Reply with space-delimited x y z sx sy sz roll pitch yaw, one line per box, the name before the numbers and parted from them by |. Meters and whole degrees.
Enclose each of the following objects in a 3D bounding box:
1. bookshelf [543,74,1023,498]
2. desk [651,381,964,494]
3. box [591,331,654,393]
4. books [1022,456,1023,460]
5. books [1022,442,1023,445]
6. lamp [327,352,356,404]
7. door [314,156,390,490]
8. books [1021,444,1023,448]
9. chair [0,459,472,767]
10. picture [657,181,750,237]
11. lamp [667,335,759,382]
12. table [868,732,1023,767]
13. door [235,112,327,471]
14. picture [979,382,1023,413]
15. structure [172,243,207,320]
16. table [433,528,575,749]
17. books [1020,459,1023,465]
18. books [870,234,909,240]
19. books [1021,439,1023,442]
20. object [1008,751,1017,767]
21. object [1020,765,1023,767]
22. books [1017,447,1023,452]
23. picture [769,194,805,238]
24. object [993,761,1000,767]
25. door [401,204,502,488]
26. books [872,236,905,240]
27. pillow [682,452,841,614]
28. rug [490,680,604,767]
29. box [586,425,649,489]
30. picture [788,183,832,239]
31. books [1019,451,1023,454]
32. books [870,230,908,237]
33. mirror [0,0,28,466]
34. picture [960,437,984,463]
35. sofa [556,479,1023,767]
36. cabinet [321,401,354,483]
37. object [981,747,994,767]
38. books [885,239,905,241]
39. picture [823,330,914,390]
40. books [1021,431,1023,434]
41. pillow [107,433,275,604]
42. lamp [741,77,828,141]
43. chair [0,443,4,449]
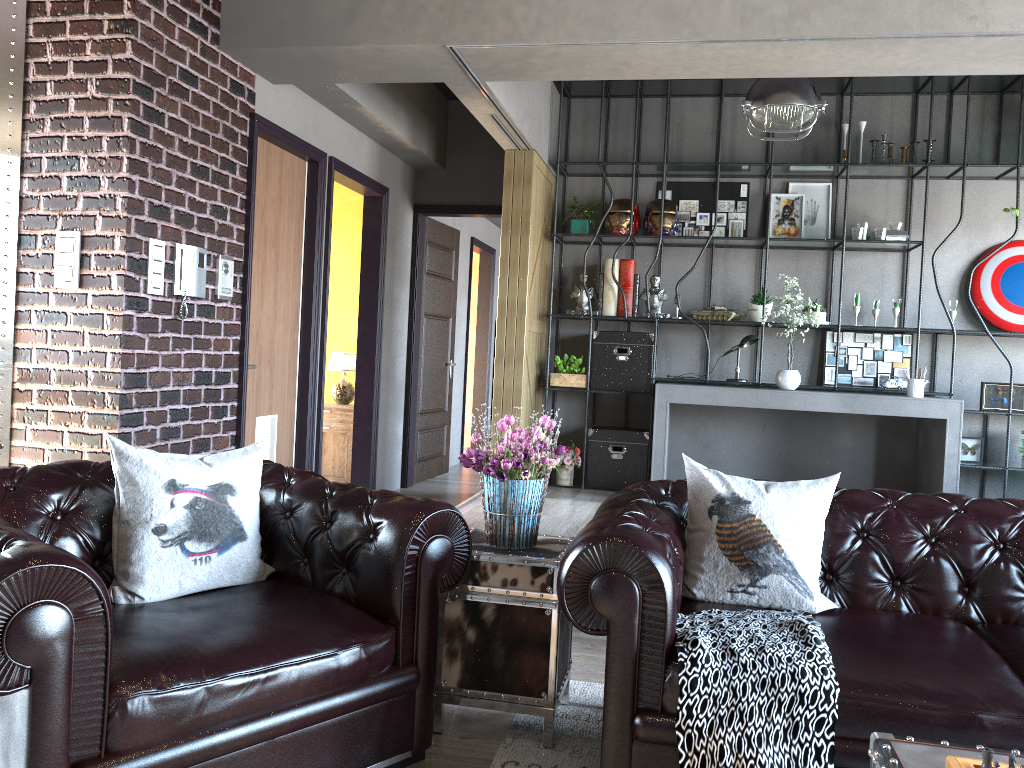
bookshelf | 2.543 -0.687 6.913 4.483 3.282 0.526 3 1 12
desk | 2.176 0.489 6.823 2.130 0.885 0.845 3 2 12
box | 0.917 -0.188 7.241 0.489 0.481 0.374 3 1 12
books | 3.923 0.564 6.575 0.175 0.023 0.249 3 2 7
books | 3.919 0.454 6.588 0.155 0.022 0.205 3 2 7
lamp | -1.449 0.256 7.560 0.291 1.044 0.441 3 1 -15
door | -1.708 -0.333 6.766 1.098 2.543 1.150 3 1 12
books | 3.913 0.475 6.591 0.158 0.021 0.224 3 2 12
chair | -1.049 0.691 2.670 1.245 0.845 1.492 4 2 42
picture | 1.569 -1.423 7.331 0.749 0.503 0.058 3 1 12
lamp | 1.621 -0.218 7.122 0.740 0.371 0.204 4 2 36
table | 1.318 1.036 1.512 1.254 0.469 0.684 3 2 12
door | -1.513 -0.280 5.532 0.219 2.539 1.003 3 1 12
picture | 3.631 0.098 6.542 0.313 0.212 0.049 3 1 12
structure | -1.613 -0.506 4.480 0.068 0.370 0.279 3 1 12
table | -0.013 0.847 3.053 0.417 0.609 0.405 3 1 12
books | 3.920 0.596 6.573 0.192 0.043 0.248 3 2 12
books | 2.944 -1.143 6.918 0.243 0.024 0.175 3 2 8
books | 3.919 0.433 6.583 0.174 0.019 0.244 3 2 12
object | 0.965 0.730 1.708 0.026 0.044 0.026 2 2 -33
object | 0.960 0.734 1.666 0.017 0.037 0.017 3 1 18
books | 3.912 0.500 6.585 0.193 0.028 0.245 3 2 7
picture | 2.205 -1.325 7.127 0.268 0.413 0.101 3 1 12
object | 0.915 0.732 1.676 0.017 0.037 0.017 3 1 -8
door | -0.284 -0.318 8.387 1.150 2.543 1.129 3 1 12
books | 2.930 -1.120 6.920 0.166 0.024 0.227 3 2 -9
pillow | 0.819 0.484 2.950 0.528 0.469 0.283 3 1 14
rug | 1.078 1.235 2.112 2.475 0.003 2.254 3 2 12
box | 0.878 0.596 7.256 0.489 0.481 0.374 3 1 12
picture | 2.389 -1.367 7.132 0.332 0.514 0.119 3 1 12
books | 3.912 0.521 6.587 0.192 0.014 0.255 3 2 15
books | 2.936 -1.170 6.913 0.225 0.029 0.179 3 2 4
mirror | -2.785 -0.757 4.204 1.048 3.460 0.050 3 1 12
picture | 3.457 0.496 6.688 0.172 0.190 0.036 3 1 12
sofa | 1.465 0.816 2.752 2.566 0.838 1.240 3 2 11
cabinet | -1.935 0.515 7.659 1.432 0.750 0.408 3 1 12
object | 0.922 0.729 1.720 0.019 0.040 0.019 2 1 -15
books | 2.936 -1.091 6.913 0.179 0.034 0.243 3 2 -5
picture | 2.828 -0.193 7.049 0.665 0.447 0.051 3 1 12
books | 3.913 0.370 6.583 0.159 0.024 0.201 3 2 2
pillow | -1.006 0.404 2.828 0.541 0.502 0.290 2 2 -41
lamp | 1.704 -2.144 5.633 0.534 1.148 0.515 3 1 -11
chair | -2.339 0.626 3.615 0.438 0.781 0.439 3 1 -10
